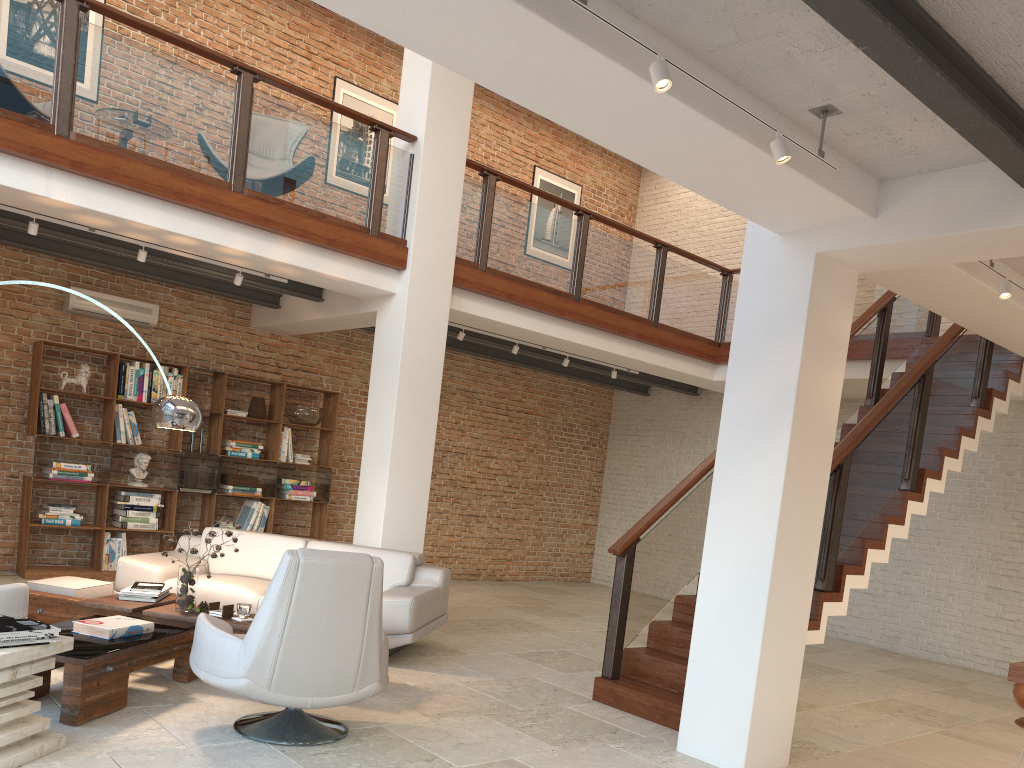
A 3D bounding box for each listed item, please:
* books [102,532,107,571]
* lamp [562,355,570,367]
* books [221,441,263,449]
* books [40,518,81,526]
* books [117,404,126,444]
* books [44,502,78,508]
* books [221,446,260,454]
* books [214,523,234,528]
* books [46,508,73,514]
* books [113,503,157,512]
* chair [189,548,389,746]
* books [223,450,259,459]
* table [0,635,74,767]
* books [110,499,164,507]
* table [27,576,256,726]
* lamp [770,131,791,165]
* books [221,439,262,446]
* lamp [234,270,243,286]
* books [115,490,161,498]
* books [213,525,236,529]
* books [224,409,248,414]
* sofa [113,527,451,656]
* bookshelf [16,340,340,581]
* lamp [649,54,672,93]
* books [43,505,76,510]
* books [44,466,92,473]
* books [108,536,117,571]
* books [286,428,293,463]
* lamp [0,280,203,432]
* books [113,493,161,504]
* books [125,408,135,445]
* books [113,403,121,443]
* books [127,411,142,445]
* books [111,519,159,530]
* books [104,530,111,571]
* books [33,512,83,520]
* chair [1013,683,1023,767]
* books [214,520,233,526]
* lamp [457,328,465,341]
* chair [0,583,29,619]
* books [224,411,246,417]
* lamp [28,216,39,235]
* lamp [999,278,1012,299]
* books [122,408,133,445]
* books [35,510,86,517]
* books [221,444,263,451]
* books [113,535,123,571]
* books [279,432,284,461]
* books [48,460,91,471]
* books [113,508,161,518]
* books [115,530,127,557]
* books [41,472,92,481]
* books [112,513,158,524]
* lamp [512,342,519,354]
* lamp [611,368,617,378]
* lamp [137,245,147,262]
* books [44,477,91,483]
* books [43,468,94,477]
[{"bbox_3d":[-4.051,1.632,8.576,0.037,0.384,0.241,3,3,-41],"label":"books"},{"bbox_3d":[0.596,-0.246,9.620,0.061,0.129,0.085,5,2,-39],"label":"lamp"},{"bbox_3d":[-2.903,0.657,9.363,0.242,0.036,0.384,1,-8,43],"label":"books"},{"bbox_3d":[-4.305,1.306,8.309,0.330,0.055,0.253,10,-7,-31],"label":"books"},{"bbox_3d":[-3.853,0.388,8.531,0.104,0.384,0.241,4,3,-41],"label":"books"},{"bbox_3d":[-4.296,1.153,8.302,0.255,0.017,0.161,12,-8,-40],"label":"books"},{"bbox_3d":[-2.935,0.709,9.369,0.384,0.036,0.242,12,-8,-41],"label":"books"},{"bbox_3d":[-3.119,1.514,9.361,0.164,0.017,0.250,12,-8,-40],"label":"books"},{"bbox_3d":[-4.313,1.205,8.313,0.208,0.034,0.131,12,-8,-41],"label":"books"},{"bbox_3d":[-3.769,1.231,8.723,0.252,0.055,0.330,1,-8,44],"label":"books"},{"bbox_3d":[-1.041,1.292,4.402,1.035,1.017,0.964,7,-1,-24],"label":"chair"},{"bbox_3d":[-2.919,0.758,9.380,0.330,0.055,0.253,10,-7,-31],"label":"books"},{"bbox_3d":[-2.248,1.315,3.671,0.493,0.505,0.496,7,-1,9],"label":"table"},{"bbox_3d":[-3.761,1.195,8.740,0.450,0.020,0.270,12,-8,-41],"label":"books"},{"bbox_3d":[-2.151,1.528,5.146,2.198,0.429,1.984,6,-6,10],"label":"table"},{"bbox_3d":[1.030,-0.902,3.342,0.085,0.129,0.059,7,2,19],"label":"lamp"},{"bbox_3d":[-2.915,0.628,9.374,0.360,0.020,0.270,12,-9,-42],"label":"books"},{"bbox_3d":[-2.240,-0.865,7.145,0.061,0.116,0.093,5,1,-34],"label":"lamp"},{"bbox_3d":[-3.756,1.103,8.746,0.384,0.036,0.242,12,-8,-41],"label":"books"},{"bbox_3d":[-3.113,1.535,9.383,0.234,0.019,0.173,1,-8,42],"label":"books"},{"bbox_3d":[-2.943,0.292,9.223,0.169,0.019,0.239,1,-8,42],"label":"books"},{"bbox_3d":[-1.731,1.603,6.827,2.322,0.758,1.150,6,-3,9],"label":"sofa"},{"bbox_3d":[-3.325,0.948,9.056,3.068,2.201,0.360,9,1,-41],"label":"bookshelf"},{"bbox_3d":[0.489,-1.020,2.864,0.061,0.129,0.085,5,2,-39],"label":"lamp"},{"bbox_3d":[-4.319,1.178,8.313,0.169,0.019,0.239,1,-8,42],"label":"books"},{"bbox_3d":[-4.229,0.816,8.302,0.360,0.020,0.270,12,-9,-42],"label":"books"},{"bbox_3d":[-3.997,1.672,8.638,0.058,0.331,0.251,3,2,-41],"label":"books"},{"bbox_3d":[-2.525,0.678,9.726,0.102,0.385,0.241,4,3,-41],"label":"books"},{"bbox_3d":[-3.111,0.523,5.725,2.036,2.358,0.315,7,4,-5],"label":"lamp"},{"bbox_3d":[-3.761,1.154,8.756,0.242,0.064,0.384,1,-8,43],"label":"books"},{"bbox_3d":[-3.811,0.417,8.595,0.125,0.349,0.269,4,2,-41],"label":"books"},{"bbox_3d":[-3.896,0.382,8.523,0.102,0.385,0.241,4,3,-41],"label":"books"},{"bbox_3d":[-3.766,0.434,8.617,0.159,0.330,0.251,5,1,-41],"label":"books"},{"bbox_3d":[-3.783,1.414,8.753,0.242,0.064,0.384,1,-8,43],"label":"books"},{"bbox_3d":[-4.034,1.638,8.612,0.037,0.384,0.241,3,3,-41],"label":"books"},{"bbox_3d":[-4.321,1.256,8.298,0.384,0.036,0.242,12,-8,-41],"label":"books"},{"bbox_3d":[2.413,1.755,3.901,0.408,0.776,0.417,5,2,-41],"label":"chair"},{"bbox_3d":[-3.109,1.491,9.371,0.204,0.034,0.134,1,-8,44],"label":"books"},{"bbox_3d":[-0.505,-0.485,8.652,0.085,0.129,0.059,7,2,19],"label":"lamp"},{"bbox_3d":[-3.338,1.058,4.722,1.017,1.000,0.993,6,-1,34],"label":"chair"},{"bbox_3d":[-2.937,0.319,9.223,0.208,0.034,0.131,12,-8,-41],"label":"books"},{"bbox_3d":[-3.372,-1.109,6.140,0.061,0.121,0.085,5,2,-39],"label":"lamp"},{"bbox_3d":[2.747,-0.530,4.853,0.059,0.129,0.087,7,1,10],"label":"lamp"},{"bbox_3d":[-3.821,0.414,8.574,0.125,0.349,0.269,4,2,-41],"label":"books"},{"bbox_3d":[-4.300,1.231,8.299,0.242,0.018,0.384,1,-9,42],"label":"books"},{"bbox_3d":[-2.913,0.684,9.370,0.242,0.018,0.384,1,-9,42],"label":"books"},{"bbox_3d":[-3.950,1.680,8.671,0.056,0.330,0.251,3,2,-41],"label":"books"},{"bbox_3d":[-2.612,0.684,9.625,0.056,0.330,0.251,3,2,-41],"label":"books"},{"bbox_3d":[-4.217,0.779,8.303,0.330,0.055,0.253,12,-8,-38],"label":"books"},{"bbox_3d":[-3.763,1.296,8.754,0.242,0.064,0.384,3,-7,36],"label":"books"},{"bbox_3d":[-3.914,1.663,8.726,0.080,0.386,0.241,3,3,-41],"label":"books"},{"bbox_3d":[-4.235,0.879,8.291,0.242,0.036,0.384,1,-9,44],"label":"books"},{"bbox_3d":[-3.789,1.354,8.762,0.366,0.055,0.280,12,-8,-38],"label":"books"},{"bbox_3d":[0.036,-0.367,9.130,0.061,0.129,0.085,5,2,-39],"label":"lamp"},{"bbox_3d":[1.187,-0.119,10.129,0.059,0.129,0.087,7,1,10],"label":"lamp"},{"bbox_3d":[-2.813,-0.984,6.631,0.061,0.129,0.085,5,2,-39],"label":"lamp"},{"bbox_3d":[-4.236,0.910,8.304,0.360,0.020,0.270,12,-8,-40],"label":"books"},{"bbox_3d":[-4.218,0.845,8.290,0.242,0.036,0.384,1,-8,43],"label":"books"}]
